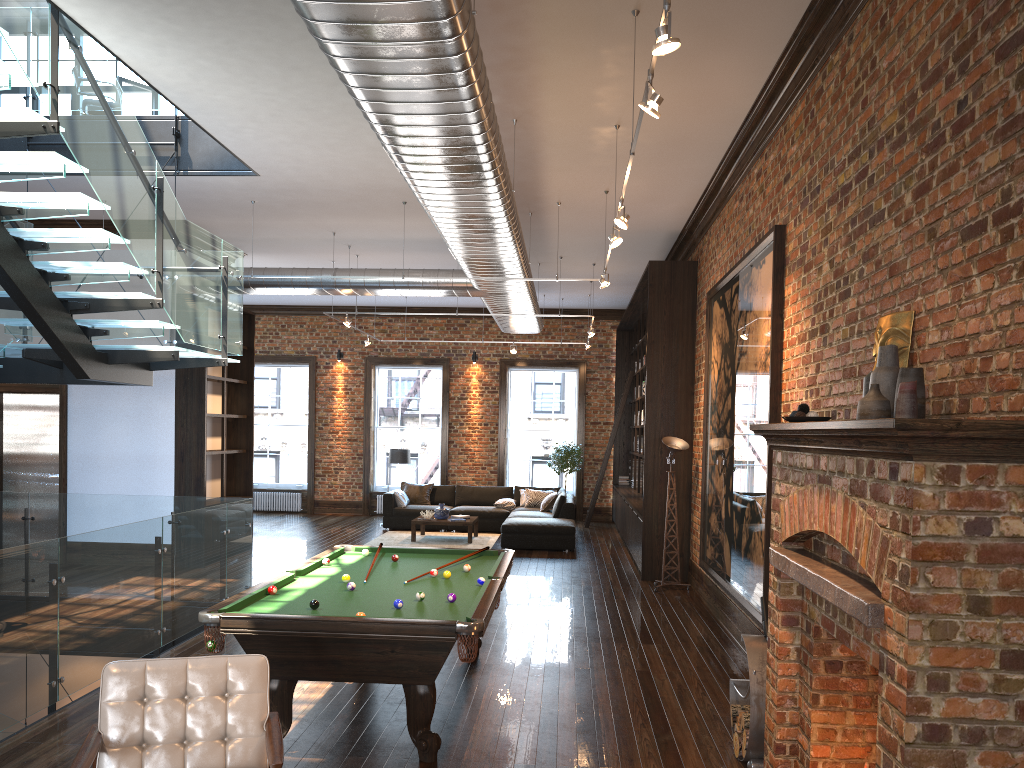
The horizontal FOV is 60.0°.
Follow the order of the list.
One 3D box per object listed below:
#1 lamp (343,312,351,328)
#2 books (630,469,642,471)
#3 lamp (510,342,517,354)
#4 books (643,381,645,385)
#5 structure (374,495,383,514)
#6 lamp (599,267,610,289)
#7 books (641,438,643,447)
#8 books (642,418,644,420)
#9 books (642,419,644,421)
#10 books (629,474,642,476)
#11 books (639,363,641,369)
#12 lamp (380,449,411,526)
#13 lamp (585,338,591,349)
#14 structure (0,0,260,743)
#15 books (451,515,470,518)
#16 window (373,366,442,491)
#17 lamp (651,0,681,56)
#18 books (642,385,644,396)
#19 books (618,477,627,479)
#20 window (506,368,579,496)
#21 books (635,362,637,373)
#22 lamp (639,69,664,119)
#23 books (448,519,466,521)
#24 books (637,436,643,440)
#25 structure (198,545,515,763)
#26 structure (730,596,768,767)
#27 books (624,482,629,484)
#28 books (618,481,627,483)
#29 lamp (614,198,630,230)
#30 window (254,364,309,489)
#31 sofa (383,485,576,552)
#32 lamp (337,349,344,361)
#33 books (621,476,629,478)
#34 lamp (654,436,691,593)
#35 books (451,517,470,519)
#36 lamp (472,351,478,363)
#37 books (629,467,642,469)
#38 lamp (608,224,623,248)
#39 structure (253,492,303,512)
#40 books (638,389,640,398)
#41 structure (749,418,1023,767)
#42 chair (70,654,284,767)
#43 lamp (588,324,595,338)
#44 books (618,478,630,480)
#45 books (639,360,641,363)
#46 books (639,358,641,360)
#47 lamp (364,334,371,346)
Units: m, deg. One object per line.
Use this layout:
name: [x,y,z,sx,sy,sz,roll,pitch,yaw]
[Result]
lamp: [-2.452,-0.955,13.169,0.114,0.230,0.113,2,1,24]
books: [2.550,1.762,18.202,0.238,0.015,0.249,1,-3,6]
lamp: [0.031,-0.697,17.022,0.113,0.230,0.114,1,1,-27]
books: [2.481,0.104,16.237,0.171,0.316,0.013,1,2,4]
structure: [-2.266,2.568,18.864,1.301,0.396,0.215,1,1,3]
lamp: [0.965,-1.098,9.196,0.113,0.230,0.114,1,1,18]
books: [2.556,1.185,17.260,0.129,0.283,0.030,1,2,4]
books: [2.422,0.625,15.745,0.198,0.017,0.354,1,-3,4]
books: [2.415,0.642,15.746,0.198,0.017,0.354,1,-3,6]
books: [2.540,1.869,18.210,0.246,0.008,0.308,1,-3,0]
books: [2.545,-0.302,17.126,0.173,0.214,0.024,1,2,4]
lamp: [-2.235,1.962,16.759,0.686,1.469,0.419,2,2,33]
lamp: [1.372,-0.731,15.875,0.113,0.230,0.114,2,1,43]
structure: [-4.480,0.292,5.735,3.576,14.518,7.036,1,1,4]
books: [-0.871,2.240,14.984,0.205,0.028,0.262,-1,-4,36]
window: [-2.214,0.982,19.092,1.520,2.757,0.154,1,2,4]
lamp: [0.612,-1.419,3.513,0.117,0.213,0.117,0,1,-45]
books: [2.480,0.140,16.214,0.181,0.242,0.035,1,2,4]
books: [2.277,1.938,18.284,0.149,0.006,0.318,1,-3,3]
window: [0.641,1.032,18.916,1.520,2.757,0.154,1,2,4]
books: [2.539,-0.306,17.419,0.235,0.252,0.028,1,2,4]
lamp: [0.655,-1.373,4.201,0.114,0.230,0.113,1,1,-22]
books: [-0.912,2.248,14.647,0.262,0.024,0.205,2,-3,-19]
books: [2.557,1.192,17.588,0.165,0.304,0.013,1,2,4]
structure: [-0.837,1.730,6.134,1.552,0.852,2.958,1,-3,4]
structure: [1.546,1.676,4.961,0.538,0.920,0.927,1,-1,4]
books: [2.304,2.039,18.285,0.201,0.012,0.244,1,-3,7]
books: [2.282,2.019,18.286,0.170,0.008,0.260,1,-3,4]
lamp: [0.799,-1.248,6.472,0.113,0.230,0.114,2,1,33]
window: [-5.067,0.933,19.268,1.520,2.757,0.154,1,2,4]
sofa: [-0.652,2.254,15.478,3.499,0.805,3.451,1,-3,4]
lamp: [-3.640,-0.608,18.733,0.126,0.237,0.155,1,0,4]
books: [2.307,1.914,18.281,0.199,0.020,0.211,1,-3,8]
lamp: [1.921,1.535,10.505,0.425,1.830,0.505,1,1,9]
books: [-0.873,2.267,14.992,0.205,0.024,0.262,-1,-4,38]
lamp: [-0.781,-0.558,18.557,0.126,0.237,0.155,1,0,4]
books: [2.544,1.725,18.201,0.260,0.028,0.316,1,-3,4]
lamp: [0.839,-1.211,7.136,0.114,0.230,0.113,1,1,-17]
structure: [-5.116,2.519,19.039,1.301,0.396,0.215,1,1,3]
books: [2.532,0.209,17.147,0.185,0.211,0.069,1,1,4]
structure: [1.331,1.109,3.529,0.887,1.909,1.999,1,-1,4]
chair: [-1.297,1.572,3.487,0.768,0.867,0.741,1,0,-16]
lamp: [1.247,-0.841,13.874,0.113,0.230,0.114,1,1,-21]
books: [2.306,1.962,18.283,0.205,0.015,0.265,1,-3,1]
books: [2.543,-0.331,17.205,0.190,0.280,0.017,1,2,4]
books: [2.574,-0.346,17.466,0.167,0.338,0.016,1,2,4]
lamp: [-2.619,-0.800,16.121,0.114,0.230,0.113,2,1,44]
